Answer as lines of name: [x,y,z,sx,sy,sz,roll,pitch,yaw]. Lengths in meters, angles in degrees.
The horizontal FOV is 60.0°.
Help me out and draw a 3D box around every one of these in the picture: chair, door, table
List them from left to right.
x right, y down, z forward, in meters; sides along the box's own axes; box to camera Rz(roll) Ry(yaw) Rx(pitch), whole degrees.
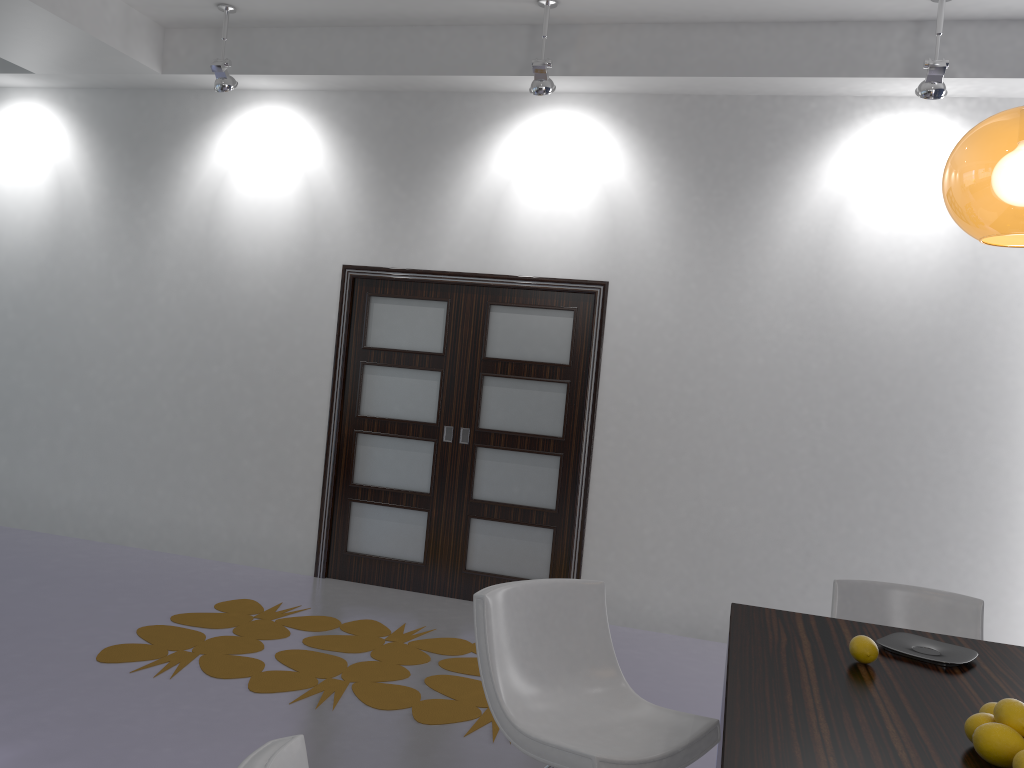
chair: [-0.142,1.009,1.306,0.620,0.805,0.508,5,0,-15]
door: [-0.333,0.325,5.703,1.764,2.061,0.220,5,0,15]
chair: [0.195,1.030,2.562,0.508,0.805,0.620,5,1,-40]
chair: [1.344,1.134,3.017,0.508,0.805,0.620,5,0,15]
table: [0.944,1.119,1.688,1.127,0.783,2.046,5,0,15]

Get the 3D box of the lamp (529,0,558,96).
lamp: [0.180,-1.845,4.904,0.150,0.511,0.185,5,0,15]

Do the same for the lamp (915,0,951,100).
lamp: [2.106,-1.660,4.399,0.150,0.511,0.185,5,0,15]

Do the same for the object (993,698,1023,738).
object: [0.975,0.648,1.721,0.070,0.068,0.083,6,0,18]

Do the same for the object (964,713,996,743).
object: [0.944,0.691,1.767,0.083,0.068,0.070,5,0,-17]

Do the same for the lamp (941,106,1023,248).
lamp: [1.263,-1.151,2.061,0.359,1.645,0.358,6,1,25]

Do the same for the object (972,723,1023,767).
object: [0.923,0.684,1.678,0.094,0.080,0.076,5,0,16]

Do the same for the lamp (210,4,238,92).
lamp: [-1.747,-2.029,5.410,0.150,0.511,0.185,5,0,15]

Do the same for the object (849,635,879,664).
object: [0.904,0.683,2.279,0.070,0.068,0.083,6,0,18]

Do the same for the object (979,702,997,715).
object: [1.004,0.696,1.832,0.070,0.068,0.083,6,0,18]

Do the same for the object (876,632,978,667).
object: [1.136,0.730,2.431,0.232,0.020,0.232,6,1,43]

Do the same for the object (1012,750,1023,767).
object: [0.935,0.691,1.583,0.070,0.068,0.083,6,0,18]
